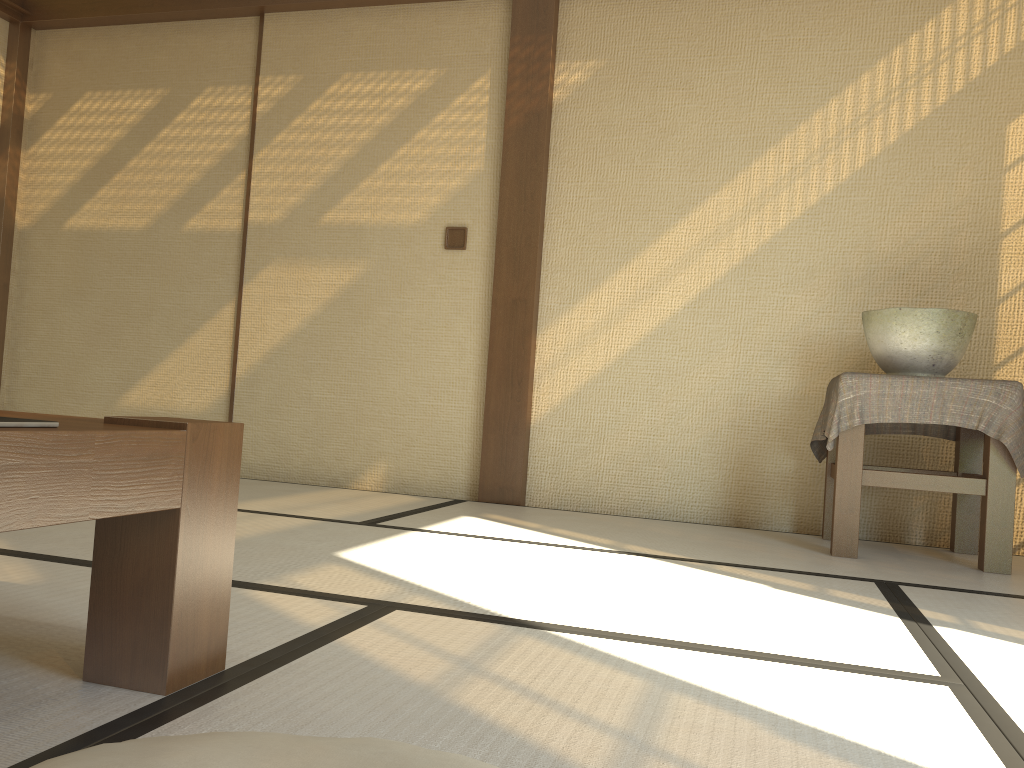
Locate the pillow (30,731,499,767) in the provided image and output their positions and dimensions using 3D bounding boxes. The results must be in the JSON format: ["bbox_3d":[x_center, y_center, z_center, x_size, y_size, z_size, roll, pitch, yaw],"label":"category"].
[{"bbox_3d":[-0.203,0.365,0.655,0.486,0.107,0.496,4,-2,9],"label":"pillow"}]

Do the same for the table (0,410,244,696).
[{"bbox_3d":[-1.010,0.178,0.919,1.000,0.350,1.000,3,-2,16],"label":"table"}]

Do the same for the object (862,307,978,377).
[{"bbox_3d":[1.382,-0.126,3.025,0.357,0.230,0.358,4,-2,-14],"label":"object"}]

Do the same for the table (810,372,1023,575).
[{"bbox_3d":[1.357,0.281,3.026,0.629,0.595,0.633,3,-2,16],"label":"table"}]

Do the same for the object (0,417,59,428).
[{"bbox_3d":[-0.706,0.027,0.843,0.300,0.007,0.400,3,-2,16],"label":"object"}]
